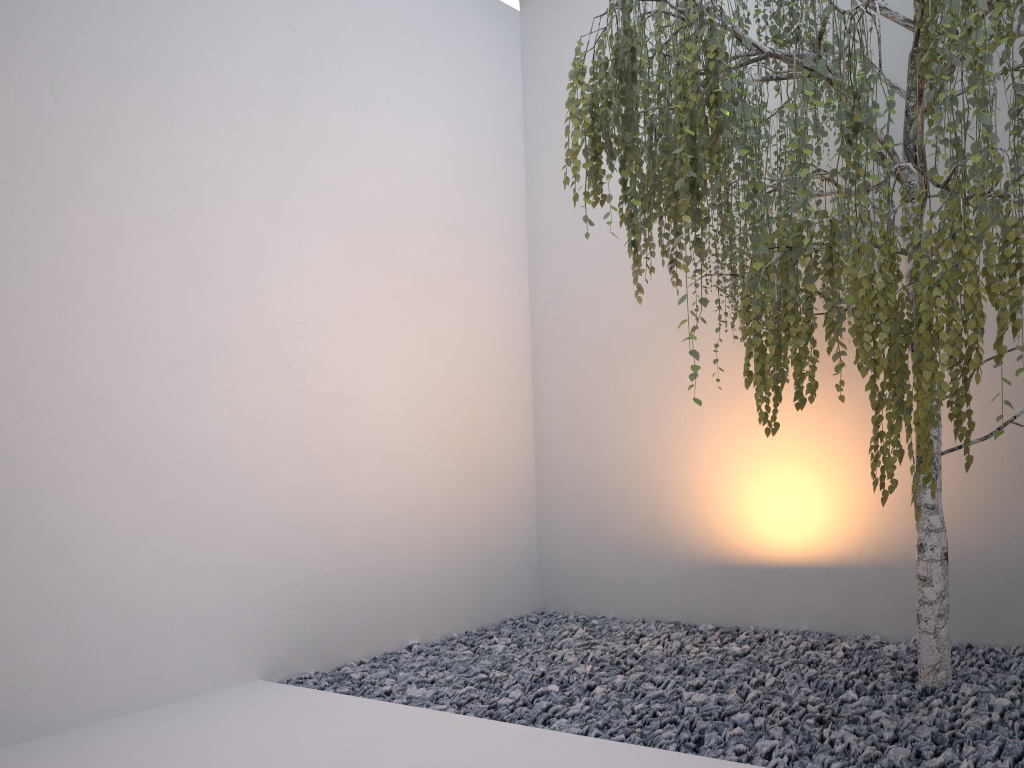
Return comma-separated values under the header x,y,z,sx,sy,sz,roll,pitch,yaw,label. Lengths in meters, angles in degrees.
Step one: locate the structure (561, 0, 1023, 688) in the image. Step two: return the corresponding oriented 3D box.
x,y,z,sx,sy,sz,roll,pitch,yaw,label
1.151,-0.978,2.570,2.125,3.988,2.001,-4,-2,34,structure
